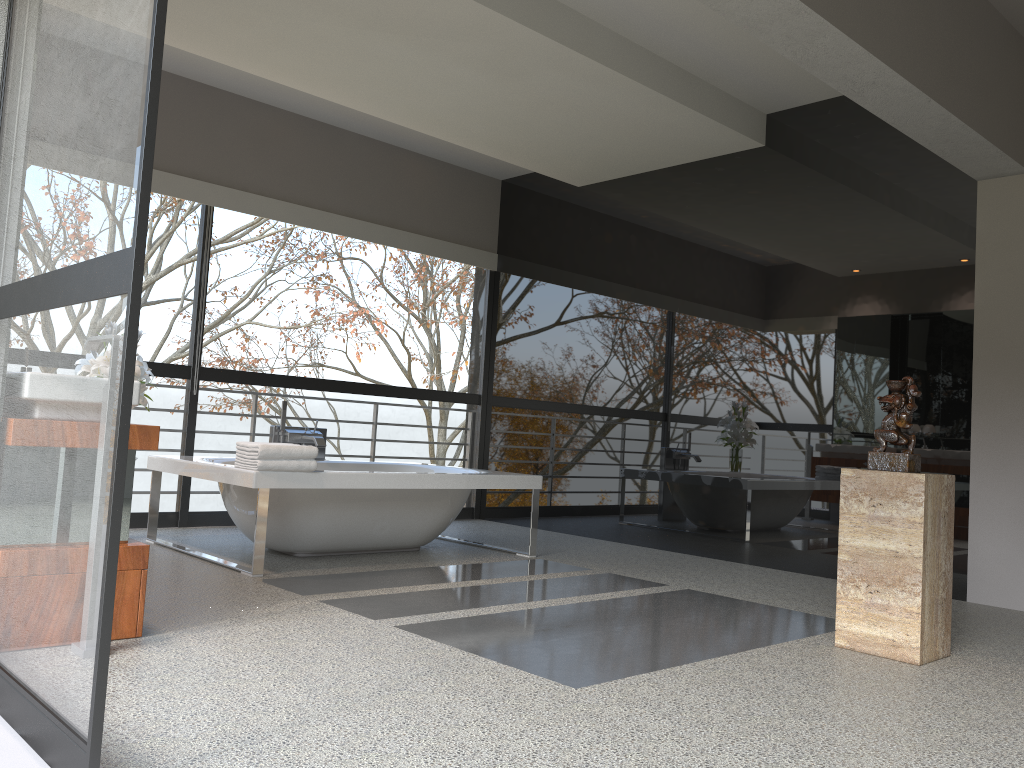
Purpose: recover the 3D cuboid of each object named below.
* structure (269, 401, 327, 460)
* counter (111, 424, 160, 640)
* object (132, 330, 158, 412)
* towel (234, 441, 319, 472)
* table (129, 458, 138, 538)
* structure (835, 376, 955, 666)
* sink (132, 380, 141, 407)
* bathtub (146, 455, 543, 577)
[{"bbox_3d":[-1.355,0.565,5.845,0.402,0.885,0.330,7,-5,-43],"label":"structure"},{"bbox_3d":[-1.982,0.479,3.537,0.524,0.705,1.848,7,-5,-43],"label":"counter"},{"bbox_3d":[-2.335,0.029,5.201,0.450,0.796,0.459,4,-4,-15],"label":"object"},{"bbox_3d":[-1.180,0.371,4.450,0.321,0.145,0.305,6,-4,-40],"label":"towel"},{"bbox_3d":[-2.369,0.665,5.173,0.307,0.479,0.307,1,-4,31],"label":"table"},{"bbox_3d":[1.509,0.504,3.481,0.291,1.075,0.328,7,-5,-43],"label":"structure"},{"bbox_3d":[-1.638,-0.009,3.159,0.352,0.266,0.750,7,-5,-43],"label":"sink"},{"bbox_3d":[-0.984,0.747,5.361,1.957,0.505,1.327,7,-5,-43],"label":"bathtub"}]
